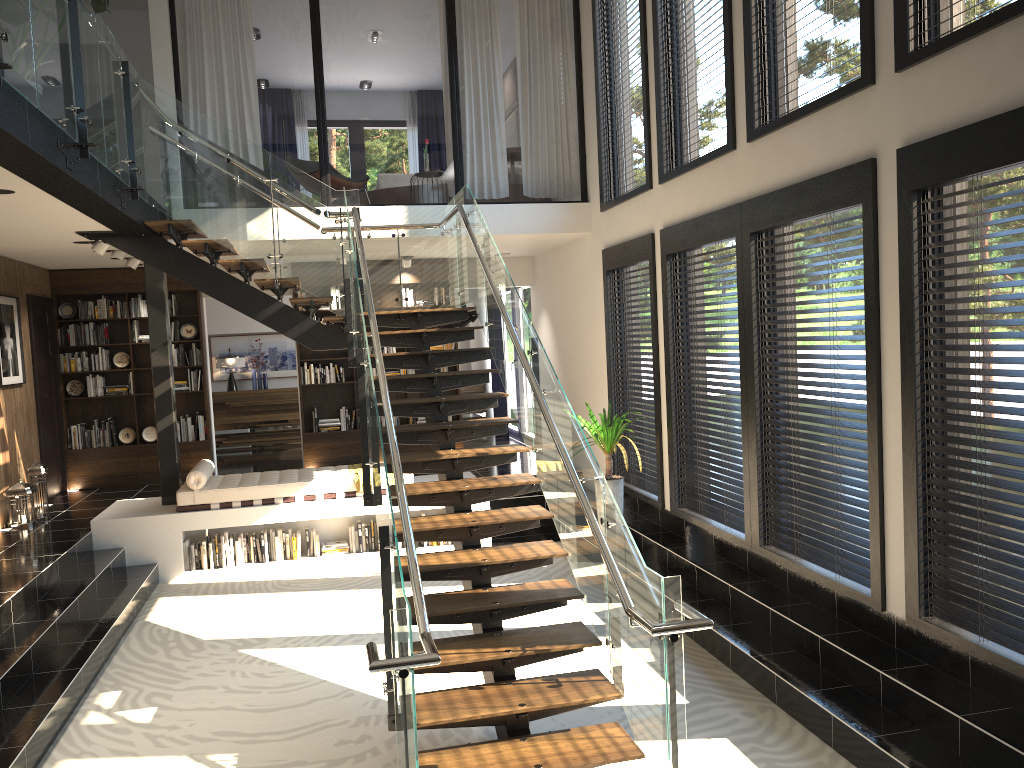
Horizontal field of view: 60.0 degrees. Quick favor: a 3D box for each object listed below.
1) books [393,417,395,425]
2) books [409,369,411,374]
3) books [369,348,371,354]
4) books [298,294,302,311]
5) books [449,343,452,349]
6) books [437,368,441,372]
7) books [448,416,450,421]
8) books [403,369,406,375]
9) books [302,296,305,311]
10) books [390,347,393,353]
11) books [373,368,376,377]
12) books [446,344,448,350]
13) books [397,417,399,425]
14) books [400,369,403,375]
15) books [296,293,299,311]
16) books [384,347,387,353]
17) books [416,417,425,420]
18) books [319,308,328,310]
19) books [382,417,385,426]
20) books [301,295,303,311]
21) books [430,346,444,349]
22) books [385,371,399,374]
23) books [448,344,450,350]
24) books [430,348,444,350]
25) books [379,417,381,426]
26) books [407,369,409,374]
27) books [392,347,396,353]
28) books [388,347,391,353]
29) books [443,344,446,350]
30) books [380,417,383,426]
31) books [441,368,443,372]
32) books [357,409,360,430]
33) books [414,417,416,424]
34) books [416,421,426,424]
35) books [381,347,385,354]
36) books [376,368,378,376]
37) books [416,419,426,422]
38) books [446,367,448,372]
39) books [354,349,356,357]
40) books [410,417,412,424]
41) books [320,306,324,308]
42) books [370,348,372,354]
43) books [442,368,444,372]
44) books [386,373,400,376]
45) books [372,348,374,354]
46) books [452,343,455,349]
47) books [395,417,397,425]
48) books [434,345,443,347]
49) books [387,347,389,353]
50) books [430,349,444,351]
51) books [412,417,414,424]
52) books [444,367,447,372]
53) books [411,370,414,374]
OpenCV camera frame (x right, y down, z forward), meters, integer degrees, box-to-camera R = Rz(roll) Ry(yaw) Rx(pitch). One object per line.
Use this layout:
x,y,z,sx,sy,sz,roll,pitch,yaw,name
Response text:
-1.569,0.459,11.749,0.026,0.221,0.145,-4,4,-12,books
-1.357,-0.184,11.760,0.029,0.214,0.149,-4,4,-12,books
-1.877,-0.464,11.651,0.026,0.201,0.146,-4,4,-12,books
-2.737,-1.067,11.435,0.032,0.251,0.167,-4,4,-12,books
-0.834,-0.519,11.875,0.023,0.189,0.197,-4,3,-12,books
-0.978,-0.222,11.829,0.030,0.244,0.176,-4,4,-12,books
-0.862,0.400,11.891,0.023,0.254,0.191,-4,4,-12,books
-1.439,-0.188,11.759,0.037,0.232,0.231,-4,3,-12,books
-2.681,-1.060,11.430,0.030,0.231,0.200,-4,4,-12,books
-1.599,-0.490,11.709,0.024,0.220,0.148,-4,4,-12,books
-1.811,-0.169,11.633,0.036,0.244,0.194,-4,4,-12,books
-0.885,-0.542,11.874,0.028,0.240,0.187,-4,4,-12,books
-1.525,0.412,11.766,0.022,0.307,0.131,-4,4,-12,books
-1.468,-0.201,11.741,0.026,0.263,0.156,-4,4,-12,books
-2.767,-1.072,11.437,0.026,0.263,0.156,-4,4,-12,books
-1.671,-0.464,11.676,0.027,0.179,0.163,-4,4,-12,books
-1.144,0.450,11.838,0.263,0.024,0.167,-4,3,-17,books
-2.492,-0.969,11.494,0.268,0.026,0.156,-3,3,-8,books
-1.704,0.450,11.709,0.034,0.255,0.194,-4,4,-12,books
-2.708,-1.052,11.435,0.021,0.217,0.180,-4,4,-12,books
-1.058,-0.485,11.853,0.260,0.020,0.167,-4,3,-15,books
-1.624,-0.148,11.708,0.274,0.025,0.156,-3,3,-9,books
-0.863,-0.537,11.897,0.023,0.225,0.146,-4,4,-12,books
-1.057,-0.465,11.856,0.259,0.020,0.167,-4,3,-14,books
-1.761,0.428,11.701,0.032,0.306,0.155,-4,4,-12,books
-1.387,-0.192,11.766,0.025,0.233,0.156,-4,4,-12,books
-1.565,-0.492,11.718,0.046,0.220,0.144,-4,4,-12,books
-1.629,-0.483,11.722,0.030,0.208,0.119,-4,4,-12,books
-0.913,-0.530,11.878,0.026,0.219,0.156,-4,4,-12,books
-1.730,0.457,11.696,0.023,0.246,0.148,-4,4,-12,books
-0.953,-0.208,11.846,0.025,0.212,0.167,-4,4,-12,books
-2.018,0.464,11.662,0.026,0.263,0.156,-4,4,-12,books
-1.301,0.435,11.788,0.026,0.238,0.159,-4,4,-12,books
-1.141,0.503,11.844,0.286,0.031,0.176,-4,3,-14,books
-1.703,-0.505,11.673,0.032,0.265,0.149,-4,4,-12,books
-1.768,-0.182,11.674,0.067,0.261,0.159,-4,4,-12,books
-1.145,0.474,11.853,0.250,0.026,0.148,-4,3,-16,books
-0.885,-0.230,11.871,0.022,0.247,0.132,-4,4,-12,books
-2.064,-0.466,11.609,0.030,0.228,0.176,-4,4,-12,books
-1.355,0.424,11.798,0.024,0.264,0.174,-4,4,-12,books
-2.494,-0.995,11.496,0.273,0.025,0.156,-4,3,-15,books
-1.854,-0.468,11.653,0.020,0.206,0.147,-4,4,-12,books
-0.932,-0.226,11.859,0.023,0.246,0.147,-4,4,-12,books
-1.622,-0.123,11.705,0.261,0.024,0.167,-4,3,-16,books
-1.827,-0.487,11.644,0.030,0.244,0.142,-4,4,-12,books
-0.797,-0.524,11.884,0.051,0.194,0.192,-4,3,-12,books
-1.544,0.454,11.754,0.026,0.227,0.129,-4,4,-12,books
-1.062,-0.506,11.865,0.246,0.021,0.148,-3,3,-12,books
-1.649,-0.470,11.691,0.024,0.187,0.148,-4,4,-12,books
-1.057,-0.445,11.862,0.272,0.021,0.156,-4,3,-14,books
-1.327,0.456,11.792,0.025,0.199,0.149,-4,4,-12,books
-0.904,-0.229,11.843,0.026,0.251,0.178,-4,4,-12,books
-1.326,-0.183,11.748,0.026,0.210,0.184,-4,4,-12,books
